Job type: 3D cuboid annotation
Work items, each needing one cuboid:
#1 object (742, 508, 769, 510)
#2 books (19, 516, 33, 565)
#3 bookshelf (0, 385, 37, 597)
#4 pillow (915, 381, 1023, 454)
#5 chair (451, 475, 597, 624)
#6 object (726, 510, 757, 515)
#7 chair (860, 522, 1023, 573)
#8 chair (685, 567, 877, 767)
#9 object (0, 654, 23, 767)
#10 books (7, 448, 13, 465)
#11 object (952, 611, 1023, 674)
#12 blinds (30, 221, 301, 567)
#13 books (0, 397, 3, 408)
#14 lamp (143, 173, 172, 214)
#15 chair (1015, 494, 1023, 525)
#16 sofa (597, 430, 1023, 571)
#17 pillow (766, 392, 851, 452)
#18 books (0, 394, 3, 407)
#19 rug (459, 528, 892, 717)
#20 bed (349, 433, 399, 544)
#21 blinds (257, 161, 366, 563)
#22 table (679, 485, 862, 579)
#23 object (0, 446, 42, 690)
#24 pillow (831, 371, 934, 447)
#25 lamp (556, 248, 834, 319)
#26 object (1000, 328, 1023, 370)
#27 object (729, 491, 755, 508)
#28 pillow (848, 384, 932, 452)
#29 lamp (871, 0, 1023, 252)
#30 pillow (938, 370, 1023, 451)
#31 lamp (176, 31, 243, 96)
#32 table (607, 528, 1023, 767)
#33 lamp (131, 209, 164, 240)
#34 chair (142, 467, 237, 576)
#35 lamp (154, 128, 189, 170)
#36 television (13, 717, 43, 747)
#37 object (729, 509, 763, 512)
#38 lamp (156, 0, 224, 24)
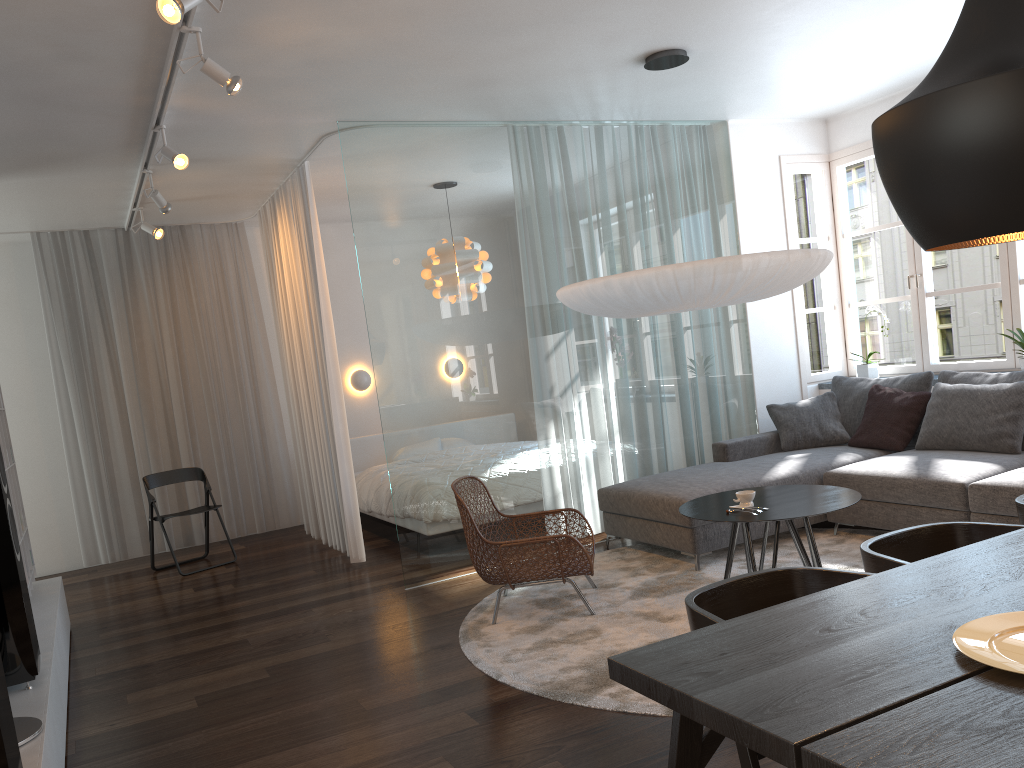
[{"bbox_3d":[1.132,0.579,4.111,0.124,0.010,0.025,-6,3,30],"label":"object"},{"bbox_3d":[-2.762,0.922,4.879,0.114,0.351,1.132,-10,3,-26],"label":"books"},{"bbox_3d":[-2.702,0.129,4.355,0.226,2.088,2.083,-10,5,-26],"label":"bookshelf"},{"bbox_3d":[2.704,0.193,5.160,0.290,0.399,0.666,-10,4,-26],"label":"pillow"},{"bbox_3d":[0.075,0.816,4.612,0.686,0.714,0.713,-7,4,7],"label":"chair"},{"bbox_3d":[1.052,0.589,4.061,0.014,0.015,0.168,-11,3,-39],"label":"object"},{"bbox_3d":[1.271,0.761,2.407,0.590,0.676,0.519,-9,5,-25],"label":"chair"},{"bbox_3d":[0.727,0.840,2.144,0.590,0.676,0.519,-10,5,-27],"label":"chair"},{"bbox_3d":[-1.452,0.622,2.187,0.279,1.009,0.294,-10,6,-26],"label":"object"},{"bbox_3d":[-2.626,0.395,4.412,0.114,0.115,1.923,-9,2,-26],"label":"books"},{"bbox_3d":[0.984,0.466,1.577,0.354,0.017,0.355,-8,2,-22],"label":"object"},{"bbox_3d":[-2.903,0.041,7.536,1.799,2.754,0.152,-9,6,-23],"label":"blinds"},{"bbox_3d":[-3.008,-0.165,4.977,0.114,0.630,0.568,-10,5,-26],"label":"books"},{"bbox_3d":[-2.243,-1.206,5.586,0.085,0.241,0.249,-7,4,4],"label":"lamp"},{"bbox_3d":[1.876,0.672,2.704,0.590,0.676,0.519,-10,5,-27],"label":"chair"},{"bbox_3d":[2.119,0.574,4.817,2.029,0.676,3.066,-9,2,-26],"label":"sofa"},{"bbox_3d":[2.047,0.261,6.128,0.516,0.362,0.344,-7,4,14],"label":"pillow"},{"bbox_3d":[-3.075,0.002,5.172,0.114,0.302,0.183,-10,6,-26],"label":"books"},{"bbox_3d":[1.149,1.047,4.387,2.844,0.012,2.816,-6,3,44],"label":"rug"},{"bbox_3d":[-0.300,0.758,7.549,2.155,0.767,2.440,-9,2,-26],"label":"bed"},{"bbox_3d":[-1.574,-0.103,6.780,0.153,2.754,1.805,-10,5,-24],"label":"blinds"},{"bbox_3d":[1.262,0.801,4.288,0.843,0.476,0.846,-9,3,-24],"label":"table"},{"bbox_3d":[-2.003,0.658,3.311,0.279,1.009,0.294,-10,6,-26],"label":"object"},{"bbox_3d":[2.442,0.177,5.982,0.274,0.481,0.835,-10,4,-26],"label":"pillow"},{"bbox_3d":[0.980,-0.508,4.823,1.472,0.211,1.460,-7,2,11],"label":"lamp"},{"bbox_3d":[3.184,-0.231,5.382,0.377,0.330,0.320,-4,5,39],"label":"object"},{"bbox_3d":[1.090,0.552,4.198,0.138,0.069,0.091,-8,3,-14],"label":"object"},{"bbox_3d":[2.418,0.214,5.689,0.309,0.406,0.520,-9,4,-24],"label":"pillow"},{"bbox_3d":[0.809,-0.515,1.457,0.412,0.545,0.407,-6,5,22],"label":"lamp"},{"bbox_3d":[2.834,0.149,5.205,0.275,0.478,0.839,-10,4,-26],"label":"pillow"},{"bbox_3d":[-1.201,-1.277,3.513,0.249,0.241,0.085,-11,6,-40],"label":"lamp"},{"bbox_3d":[1.591,0.729,1.926,2.488,0.684,1.106,-8,3,-26],"label":"table"},{"bbox_3d":[-2.706,-1.176,6.531,0.251,0.241,0.084,-7,6,7],"label":"lamp"},{"bbox_3d":[-2.558,1.064,6.962,0.562,0.780,0.497,-3,7,44],"label":"chair"},{"bbox_3d":[-1.817,-1.233,4.657,0.251,0.241,0.084,-5,6,30],"label":"lamp"},{"bbox_3d":[-1.714,0.840,2.769,0.345,0.604,0.785,-8,3,-8],"label":"television"},{"bbox_3d":[1.078,0.584,4.094,0.164,0.016,0.025,-6,3,39],"label":"object"},{"bbox_3d":[-1.054,-1.276,2.877,0.085,0.241,0.248,-4,5,30],"label":"lamp"}]
